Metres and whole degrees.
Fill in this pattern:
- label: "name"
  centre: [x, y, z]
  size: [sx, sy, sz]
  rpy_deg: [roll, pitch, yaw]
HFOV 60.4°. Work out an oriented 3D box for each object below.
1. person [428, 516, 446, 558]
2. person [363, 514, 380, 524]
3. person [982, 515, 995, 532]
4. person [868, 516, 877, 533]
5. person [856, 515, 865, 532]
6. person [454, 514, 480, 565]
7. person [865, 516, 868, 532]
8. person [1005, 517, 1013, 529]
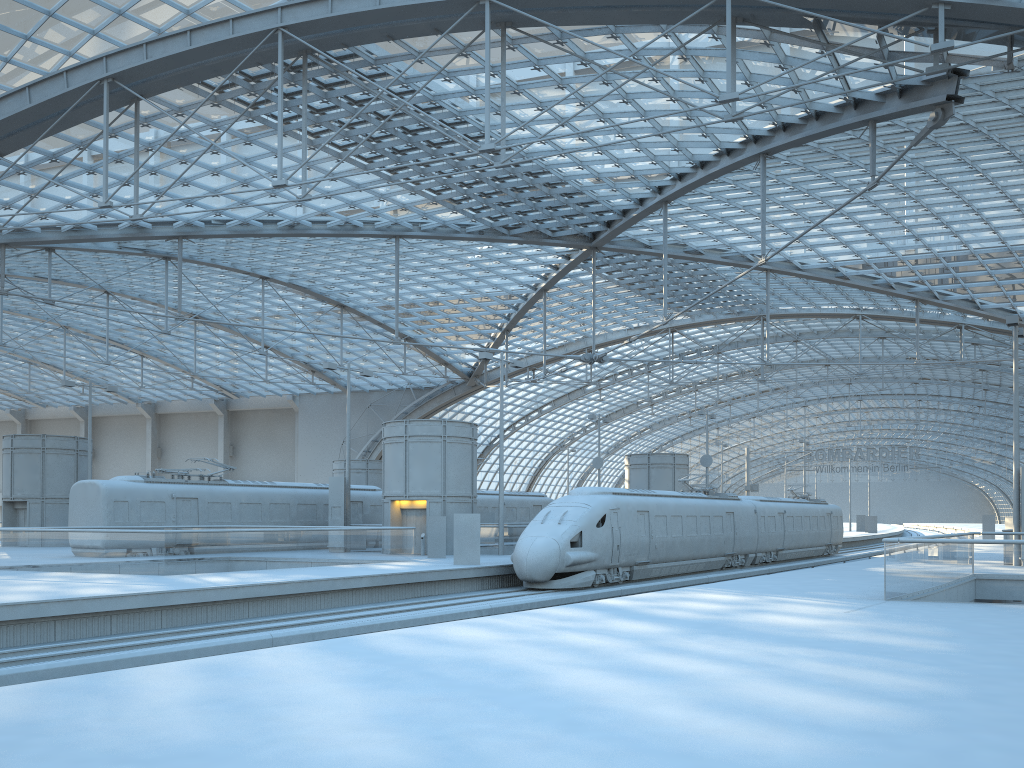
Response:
- label: "person"
  centre: [-2.800, 5.748, 32.851]
  size: [0.710, 1.609, 0.001]
  rpy_deg: [0, -1, 12]
- label: "person"
  centre: [-6.628, 6.982, 41.422]
  size: [0.827, 1.729, 0.001]
  rpy_deg: [0, -1, 7]
- label: "person"
  centre: [33.326, 10.031, 61.360]
  size: [0.001, 1.796, 0.903]
  rpy_deg: [1, -2, -32]
- label: "person"
  centre: [34.821, 13.595, 84.788]
  size: [0.828, 1.729, 0.001]
  rpy_deg: [-1, -2, 33]
- label: "person"
  centre: [36.754, 14.721, 92.795]
  size: [0.901, 1.796, 0.001]
  rpy_deg: [-1, -1, 28]
- label: "person"
  centre: [-1.441, 5.058, 28.520]
  size: [0.875, 1.703, 0.001]
  rpy_deg: [0, -1, 7]
- label: "person"
  centre: [35.945, 14.109, 88.292]
  size: [0.876, 1.702, 0.001]
  rpy_deg: [-1, -2, 33]
- label: "person"
  centre: [36.990, 10.727, 65.357]
  size: [0.001, 1.609, 0.810]
  rpy_deg: [0, -2, -12]
